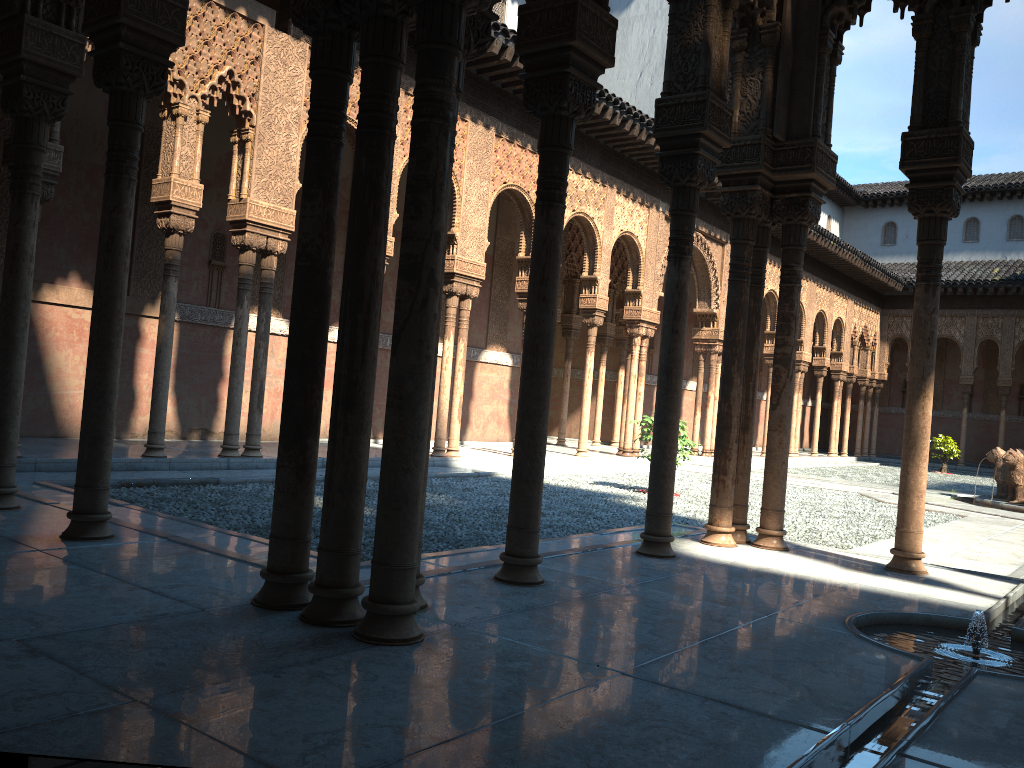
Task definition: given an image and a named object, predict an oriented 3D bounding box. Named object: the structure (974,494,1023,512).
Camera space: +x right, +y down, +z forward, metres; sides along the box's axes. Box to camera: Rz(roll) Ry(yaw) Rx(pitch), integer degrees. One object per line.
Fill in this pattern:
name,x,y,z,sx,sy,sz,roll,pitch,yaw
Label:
structure,10.832,1.497,15.646,4.508,1.991,4.508,4,-1,37
